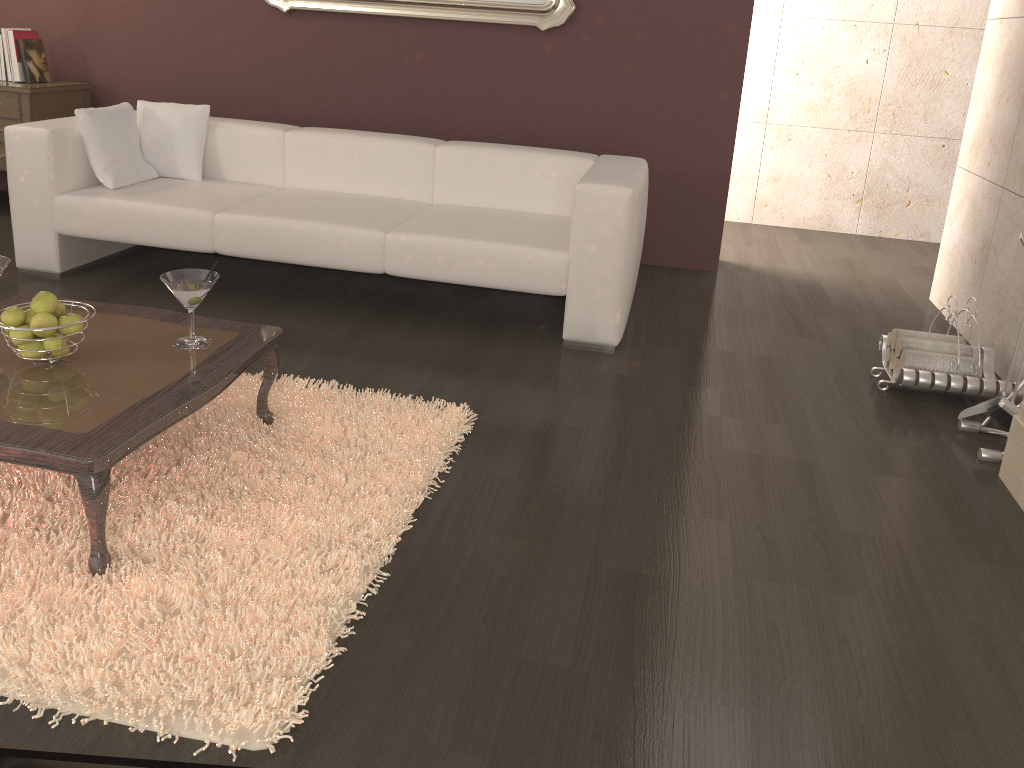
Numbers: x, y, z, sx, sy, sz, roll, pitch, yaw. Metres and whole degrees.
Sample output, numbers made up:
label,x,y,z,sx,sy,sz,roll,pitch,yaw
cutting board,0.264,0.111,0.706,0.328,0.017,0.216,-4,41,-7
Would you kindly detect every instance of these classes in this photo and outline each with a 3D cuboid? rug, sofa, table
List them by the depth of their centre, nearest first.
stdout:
label,x,y,z,sx,sy,sz,roll,pitch,yaw
table,-1.184,0.074,2.294,0.915,0.293,0.936,7,22,8
rug,-1.212,0.213,2.322,2.002,0.065,1.561,8,22,9
sofa,-0.798,-0.803,4.071,2.788,0.630,0.975,8,21,10

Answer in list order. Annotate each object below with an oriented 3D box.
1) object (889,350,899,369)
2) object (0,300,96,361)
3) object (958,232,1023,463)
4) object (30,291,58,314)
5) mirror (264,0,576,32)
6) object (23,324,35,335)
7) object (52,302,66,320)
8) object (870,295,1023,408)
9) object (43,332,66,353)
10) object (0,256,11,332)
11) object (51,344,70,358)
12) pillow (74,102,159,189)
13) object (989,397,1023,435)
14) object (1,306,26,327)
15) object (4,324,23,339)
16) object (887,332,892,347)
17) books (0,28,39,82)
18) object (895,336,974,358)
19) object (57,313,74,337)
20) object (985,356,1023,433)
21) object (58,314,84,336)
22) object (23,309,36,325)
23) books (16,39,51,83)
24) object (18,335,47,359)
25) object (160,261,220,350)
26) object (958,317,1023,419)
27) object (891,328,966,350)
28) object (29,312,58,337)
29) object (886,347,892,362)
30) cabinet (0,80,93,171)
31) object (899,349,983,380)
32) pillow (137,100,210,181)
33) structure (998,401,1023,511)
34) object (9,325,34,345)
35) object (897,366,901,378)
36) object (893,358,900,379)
label,x,y,z,sx,sy,sz,roll,pitch,yaw
object,1.595,-0.070,3.356,0.276,0.071,0.085,8,20,10
object,-1.173,-0.120,2.218,0.236,0.115,0.240,-10,25,-32
object,1.628,-0.111,2.781,0.217,0.675,0.271,7,17,9
object,-1.161,-0.199,2.186,0.062,0.062,0.064,7,20,9
mirror,-0.520,-2.337,4.652,1.787,0.798,0.048,8,17,10
object,-1.225,-0.152,2.232,0.066,0.064,0.068,-4,21,-22
object,-1.161,-0.186,2.239,0.046,0.048,0.051,13,21,23
object,1.642,-0.146,3.279,0.503,0.367,0.445,8,20,9
object,-1.131,-0.102,2.177,0.051,0.046,0.053,6,20,4
object,-1.434,-0.249,2.380,0.151,0.209,0.156,5,18,2
object,-1.142,-0.087,2.224,0.044,0.042,0.044,9,20,13
pillow,-1.822,-1.104,4.065,0.186,0.346,0.389,7,20,8
object,1.581,-0.097,2.706,0.106,0.546,0.028,5,16,3
object,-1.221,-0.163,2.156,0.054,0.049,0.055,8,20,10
object,-1.234,-0.132,2.187,0.045,0.044,0.046,5,19,1
object,1.602,-0.160,3.435,0.252,0.055,0.059,8,20,10
books,-2.777,-1.849,4.944,0.178,0.280,0.211,7,19,9
object,1.576,-0.121,3.292,0.252,0.074,0.082,8,20,10
object,-1.137,-0.152,2.259,0.061,0.060,0.063,-5,21,-24
object,1.622,-0.112,2.780,0.138,0.568,0.071,15,20,33
object,-1.109,-0.148,2.210,0.062,0.053,0.063,5,20,3
object,-1.198,-0.163,2.196,0.045,0.042,0.047,-2,21,-18
books,-2.678,-1.809,4.931,0.068,0.229,0.178,7,19,9
object,-1.194,-0.092,2.197,0.068,0.061,0.071,-9,24,-33
object,-0.870,-0.212,2.388,0.151,0.209,0.156,-1,19,-14
object,1.611,-0.148,2.886,0.117,0.583,0.128,-9,21,-38
object,1.592,-0.157,3.372,0.252,0.080,0.084,8,20,10
object,-1.148,-0.145,2.160,0.062,0.059,0.059,-3,20,-20
object,1.593,-0.100,3.422,0.252,0.055,0.059,8,20,10
cabinet,-3.266,-1.419,5.109,1.531,0.707,0.549,8,19,10
object,1.562,-0.072,3.209,0.262,0.076,0.083,8,20,10
pillow,-1.672,-1.191,4.302,0.377,0.350,0.175,7,18,8
structure,1.667,-0.020,1.732,0.590,1.295,1.576,7,20,9
object,-1.198,-0.120,2.152,0.054,0.049,0.055,9,20,13
object,1.547,-0.012,3.225,0.244,0.057,0.063,8,20,10
object,1.566,-0.043,3.285,0.252,0.074,0.082,8,20,10
